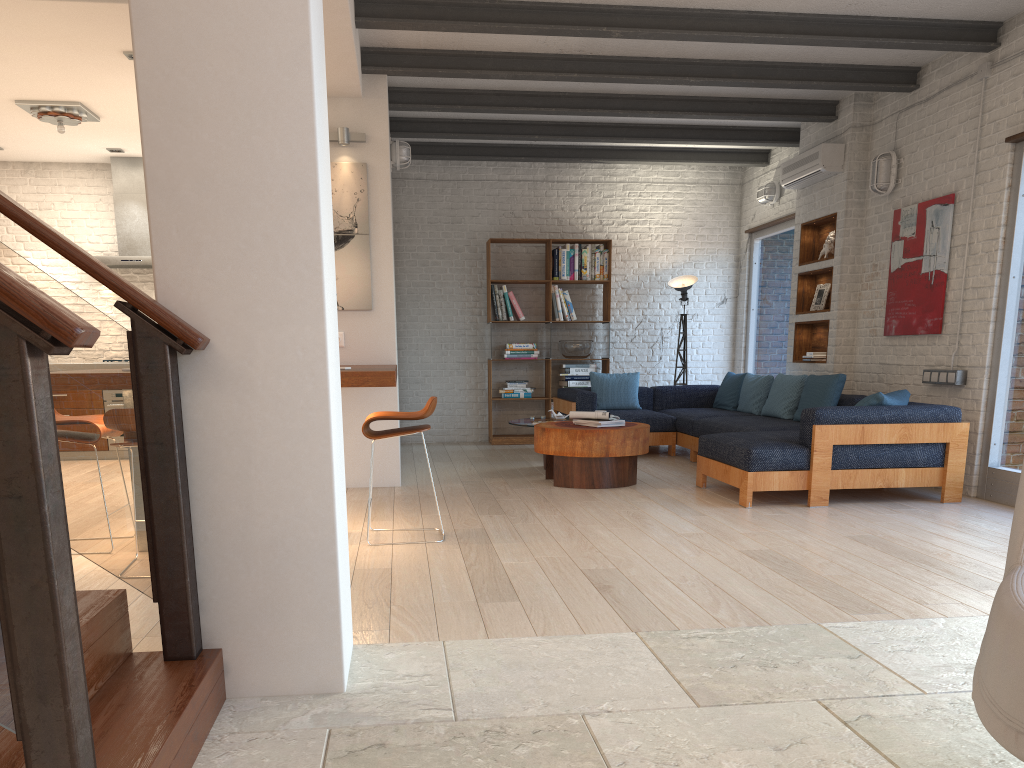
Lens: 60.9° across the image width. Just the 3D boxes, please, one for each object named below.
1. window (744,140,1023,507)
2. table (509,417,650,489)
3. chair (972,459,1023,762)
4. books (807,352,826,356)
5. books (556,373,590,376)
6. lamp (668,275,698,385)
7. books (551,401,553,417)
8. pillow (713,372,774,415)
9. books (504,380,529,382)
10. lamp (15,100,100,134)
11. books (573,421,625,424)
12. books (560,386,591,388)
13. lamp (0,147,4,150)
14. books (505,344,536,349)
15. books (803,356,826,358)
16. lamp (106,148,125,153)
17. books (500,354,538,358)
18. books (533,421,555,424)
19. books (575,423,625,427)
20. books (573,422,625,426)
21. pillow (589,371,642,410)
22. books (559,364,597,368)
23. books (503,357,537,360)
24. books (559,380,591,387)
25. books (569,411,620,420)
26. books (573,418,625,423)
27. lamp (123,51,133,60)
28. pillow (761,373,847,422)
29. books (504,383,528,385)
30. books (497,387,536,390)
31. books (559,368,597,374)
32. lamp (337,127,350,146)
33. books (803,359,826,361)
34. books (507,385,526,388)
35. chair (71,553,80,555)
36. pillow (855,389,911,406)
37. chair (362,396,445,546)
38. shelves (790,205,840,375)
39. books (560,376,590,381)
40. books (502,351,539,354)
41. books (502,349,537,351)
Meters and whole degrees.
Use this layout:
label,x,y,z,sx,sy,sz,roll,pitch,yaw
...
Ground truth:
label,x,y,z,sx,sy,sz,roll,pitch,yaw
window,3.683,-2.370,3.558,0.647,6.558,12.048,-2,5,-7
table,0.519,0.531,7.292,1.076,0.458,1.788,0,3,-2
chair,1.480,0.439,1.827,1.026,1.044,0.946,1,8,9
books,2.781,-0.274,7.950,0.132,0.034,0.201,0,2,3
books,0.735,-0.108,9.795,0.444,0.021,0.266,-1,2,-7
lamp,2.066,-0.266,9.578,0.500,1.897,0.851,-8,13,-34
books,0.432,0.388,9.867,0.036,0.394,0.237,-2,9,-7
pillow,2.290,0.089,8.678,0.243,0.408,1.081,-2,3,-8
books,0.050,-0.030,9.740,0.252,0.017,0.158,-1,2,-7
lamp,-3.414,-1.984,6.587,0.450,0.175,0.440,-1,3,-7
books,0.669,0.290,6.724,0.250,0.011,0.314,-2,3,-38
books,0.733,0.052,9.844,0.362,0.057,0.276,-1,2,-5
lamp,-4.609,-2.117,7.743,0.123,0.056,0.121,-1,4,-7
books,0.092,-0.417,9.663,0.326,0.057,0.249,-1,3,-5
books,2.781,-0.247,7.949,0.171,0.019,0.231,-1,2,-5
lamp,-3.581,-2.128,7.869,0.123,0.056,0.121,-1,4,-7
books,0.077,-0.312,9.672,0.379,0.037,0.239,-1,2,-12
books,0.343,0.328,7.424,0.318,0.011,0.247,0,2,6
books,0.677,0.312,6.732,0.251,0.011,0.313,-1,2,-28
books,0.672,0.300,6.745,0.250,0.011,0.314,-2,3,-38
pillow,1.070,0.075,9.029,0.555,0.421,0.217,-1,10,-8
books,0.736,-0.203,9.789,0.379,0.037,0.239,-1,2,-7
books,0.086,-0.283,9.686,0.355,0.021,0.266,-1,2,-7
books,0.746,-0.008,9.817,0.378,0.066,0.239,-1,3,-20
books,0.647,0.264,6.786,0.321,0.112,0.267,1,4,25
books,0.669,0.280,6.713,0.251,0.011,0.313,-2,2,-33
lamp,-2.324,-2.048,5.391,0.123,0.056,0.121,-1,4,-7
pillow,2.445,0.110,7.362,0.254,0.426,1.184,-2,3,-8
books,0.039,-0.004,9.765,0.236,0.019,0.167,-1,2,-14
books,0.050,0.050,9.747,0.379,0.019,0.239,-1,2,-14
books,0.741,-0.152,9.804,0.379,0.066,0.239,-1,3,-13
lamp,-1.172,-1.722,6.065,0.079,0.107,0.078,3,9,21
books,2.772,-0.221,7.965,0.162,0.017,0.246,0,2,3
books,0.045,0.022,9.764,0.206,0.035,0.129,-1,3,-7
chair,-2.282,0.480,4.571,0.422,0.797,0.392,-2,10,-7
pillow,2.509,0.208,6.058,0.373,0.337,0.557,6,8,43
chair,-0.591,0.463,4.778,0.422,0.797,0.392,-2,10,-7
shelves,2.807,-0.805,7.861,0.192,1.467,0.745,-2,10,-7
books,0.720,-0.068,9.789,0.326,0.057,0.249,-1,3,-12
books,0.089,-0.349,9.659,0.379,0.037,0.239,-1,2,-13
books,0.084,-0.378,9.672,0.355,0.021,0.266,-1,2,-9
